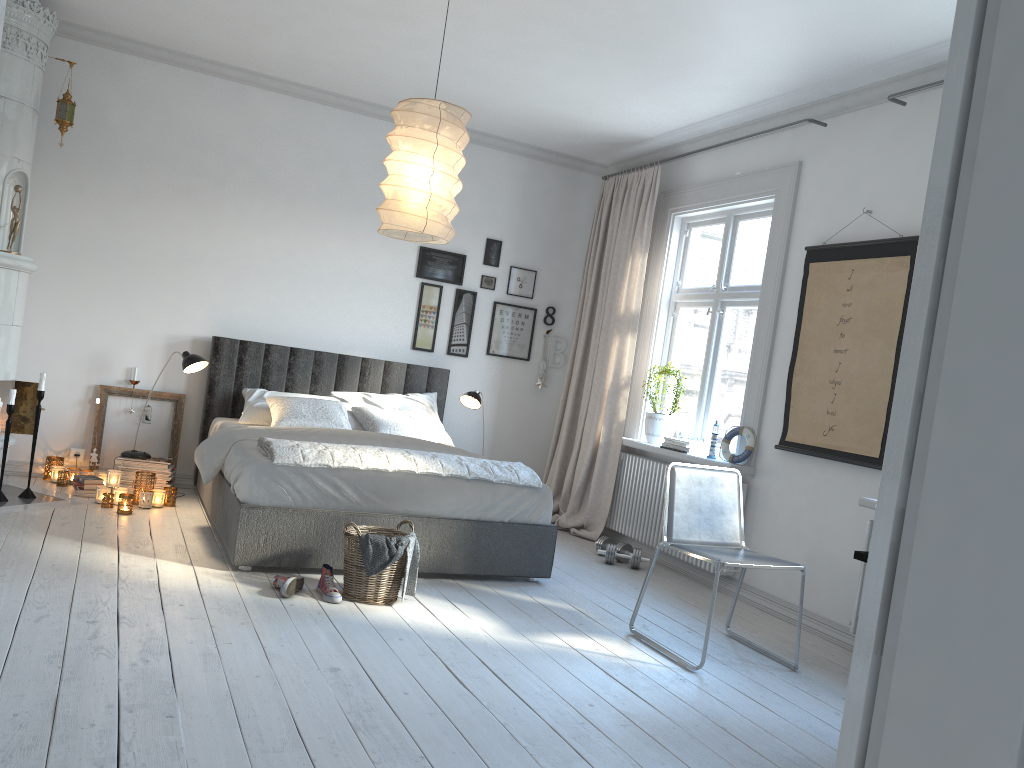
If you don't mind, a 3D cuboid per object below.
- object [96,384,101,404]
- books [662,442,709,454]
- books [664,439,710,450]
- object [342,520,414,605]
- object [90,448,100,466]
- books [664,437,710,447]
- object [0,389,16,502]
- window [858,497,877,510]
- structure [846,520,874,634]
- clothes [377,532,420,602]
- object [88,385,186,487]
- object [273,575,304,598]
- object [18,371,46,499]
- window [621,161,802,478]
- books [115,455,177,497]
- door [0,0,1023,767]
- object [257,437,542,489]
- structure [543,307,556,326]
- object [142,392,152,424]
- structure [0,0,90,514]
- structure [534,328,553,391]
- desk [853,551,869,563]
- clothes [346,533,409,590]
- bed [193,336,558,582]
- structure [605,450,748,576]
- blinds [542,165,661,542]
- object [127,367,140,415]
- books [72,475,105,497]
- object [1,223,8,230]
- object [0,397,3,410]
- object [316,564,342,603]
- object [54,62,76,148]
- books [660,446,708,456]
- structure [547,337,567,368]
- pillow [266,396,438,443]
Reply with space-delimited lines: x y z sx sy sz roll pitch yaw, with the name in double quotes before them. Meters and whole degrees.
"object" -2.671 0.064 5.727 0.024 0.127 0.023 7 2 -41
"books" 1.124 0.412 5.675 0.207 0.025 0.262 8 1 -31
"books" 1.125 0.389 5.663 0.208 0.022 0.253 8 1 -23
"object" -0.615 0.789 3.989 0.319 0.351 0.319 8 1 7
"object" -2.683 0.418 5.723 0.062 0.221 0.028 7 2 -29
"books" 1.130 0.370 5.658 0.203 0.015 0.269 8 1 -27
"object" -2.746 0.327 4.813 0.091 0.622 0.091 10 2 44
"window" 10.115 -1.071 18.320 26.568 15.029 25.608 8 1 -24
"structure" 2.005 0.970 3.582 0.195 0.547 1.503 8 1 -24
"clothes" -0.581 0.804 3.982 0.283 0.289 0.235 9 1 15
"object" -2.466 0.350 5.835 0.528 0.630 0.082 8 2 -24
"object" -0.998 0.870 3.871 0.120 0.084 0.222 8 1 5
"object" -2.683 0.285 4.990 0.091 0.719 0.091 8 2 -15
"window" 1.518 -0.562 9.457 11.977 7.013 7.968 8 1 -24
"books" -2.309 0.578 5.585 0.346 0.232 0.244 8 1 -16
"door" 0.123 -0.151 0.978 2.601 2.507 0.577 8 2 -24
"object" -0.545 0.399 4.563 1.461 0.104 0.404 8 1 -24
"structure" 0.300 -0.538 7.014 0.096 0.151 0.014 8 2 -24
"object" -2.397 0.149 5.856 0.062 0.228 0.063 8 2 0
"structure" -2.911 -0.734 4.952 1.246 2.837 0.801 9 2 21
"structure" 0.250 -0.196 7.000 0.134 0.514 0.078 7 2 -36
"desk" 1.512 0.915 2.316 1.160 0.759 0.650 8 1 -24
"clothes" -0.592 0.789 3.936 0.246 0.270 0.297 8 1 -23
"bed" -0.884 0.376 5.335 1.890 1.047 2.173 8 1 -24
"structure" 1.023 0.797 5.794 0.195 0.547 1.503 8 1 -24
"blinds" 0.601 -0.231 6.441 0.225 2.649 0.830 8 2 -24
"object" -2.486 0.042 5.824 0.067 0.320 0.067 9 2 24
"books" -2.549 0.616 5.343 0.175 0.096 0.262 8 1 -29
"object" -2.845 -0.815 4.835 0.059 0.165 0.196 9 1 21
"object" -2.994 0.179 5.111 0.098 0.210 0.098 8 2 -26
"object" -0.797 0.881 3.912 0.083 0.122 0.222 8 1 -25
"object" -2.652 -1.658 5.275 0.105 0.506 0.117 10 2 39
"books" 1.115 0.430 5.658 0.219 0.013 0.272 8 1 -28
"structure" 0.368 -0.248 7.076 0.146 0.239 0.024 8 2 -24
"pillow" -1.013 0.240 5.735 1.148 0.226 0.415 8 1 -32
